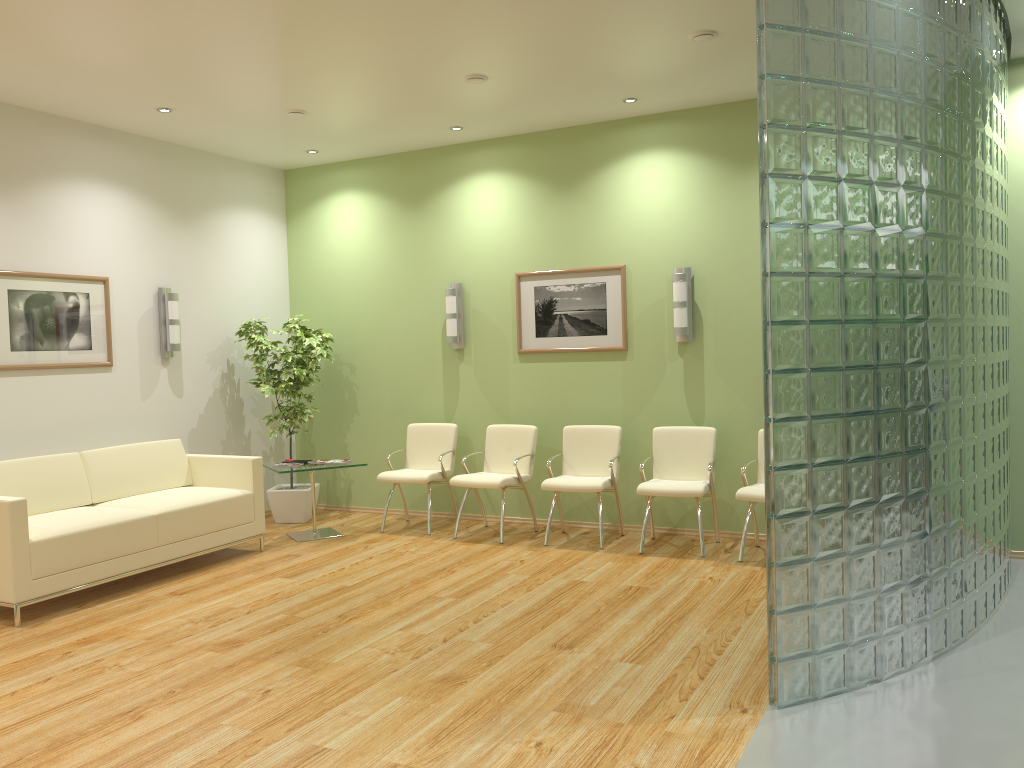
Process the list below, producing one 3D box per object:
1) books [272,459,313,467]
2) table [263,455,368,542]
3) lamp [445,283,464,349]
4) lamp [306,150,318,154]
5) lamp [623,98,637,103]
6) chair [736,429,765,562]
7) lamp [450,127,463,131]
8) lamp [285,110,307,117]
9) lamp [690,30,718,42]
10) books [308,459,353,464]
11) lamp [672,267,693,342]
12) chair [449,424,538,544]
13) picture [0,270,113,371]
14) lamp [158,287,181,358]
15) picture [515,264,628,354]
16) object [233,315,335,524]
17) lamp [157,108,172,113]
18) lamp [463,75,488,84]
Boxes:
[{"bbox_3d":[-1.832,0.657,7.418,0.230,0.031,0.328,-1,2,7],"label":"books"},{"bbox_3d":[-1.675,0.973,7.492,0.736,0.614,0.736,-3,3,-28],"label":"table"},{"bbox_3d":[-0.517,-0.602,7.866,0.134,0.580,0.142,-1,3,27],"label":"lamp"},{"bbox_3d":[-1.793,-2.084,7.968,0.105,0.011,0.105,-3,3,-37],"label":"lamp"},{"bbox_3d":[0.880,-2.110,6.607,0.105,0.011,0.105,-1,2,8],"label":"lamp"},{"bbox_3d":[1.915,0.780,6.263,0.536,0.881,0.650,0,3,32],"label":"chair"},{"bbox_3d":[-0.456,-2.097,7.287,0.105,0.011,0.105,-1,2,8],"label":"lamp"},{"bbox_3d":[-1.626,-2.031,6.674,0.167,0.024,0.167,-2,2,-12],"label":"lamp"},{"bbox_3d":[1.139,-2.057,5.266,0.167,0.024,0.167,-1,2,10],"label":"lamp"},{"bbox_3d":[-1.527,0.647,7.456,0.328,0.031,0.230,-2,2,2],"label":"books"},{"bbox_3d":[1.326,-0.620,6.928,0.134,0.580,0.142,-1,3,27],"label":"lamp"},{"bbox_3d":[-0.134,0.800,7.310,0.536,0.881,0.650,0,3,32],"label":"chair"},{"bbox_3d":[-3.362,-0.461,6.489,0.025,0.700,1.000,-1,3,27],"label":"picture"},{"bbox_3d":[-2.843,-0.512,7.379,0.142,0.580,0.134,-1,3,27],"label":"lamp"},{"bbox_3d":[0.482,-0.615,7.423,1.000,0.700,0.025,-1,3,27],"label":"picture"},{"bbox_3d":[-2.038,0.315,8.106,0.668,1.900,0.943,0,3,35],"label":"object"},{"bbox_3d":[-2.544,-2.002,6.492,0.105,0.011,0.105,-3,3,-29],"label":"lamp"},{"bbox_3d":[-0.243,-2.044,5.970,0.167,0.024,0.167,-2,2,-12],"label":"lamp"}]
